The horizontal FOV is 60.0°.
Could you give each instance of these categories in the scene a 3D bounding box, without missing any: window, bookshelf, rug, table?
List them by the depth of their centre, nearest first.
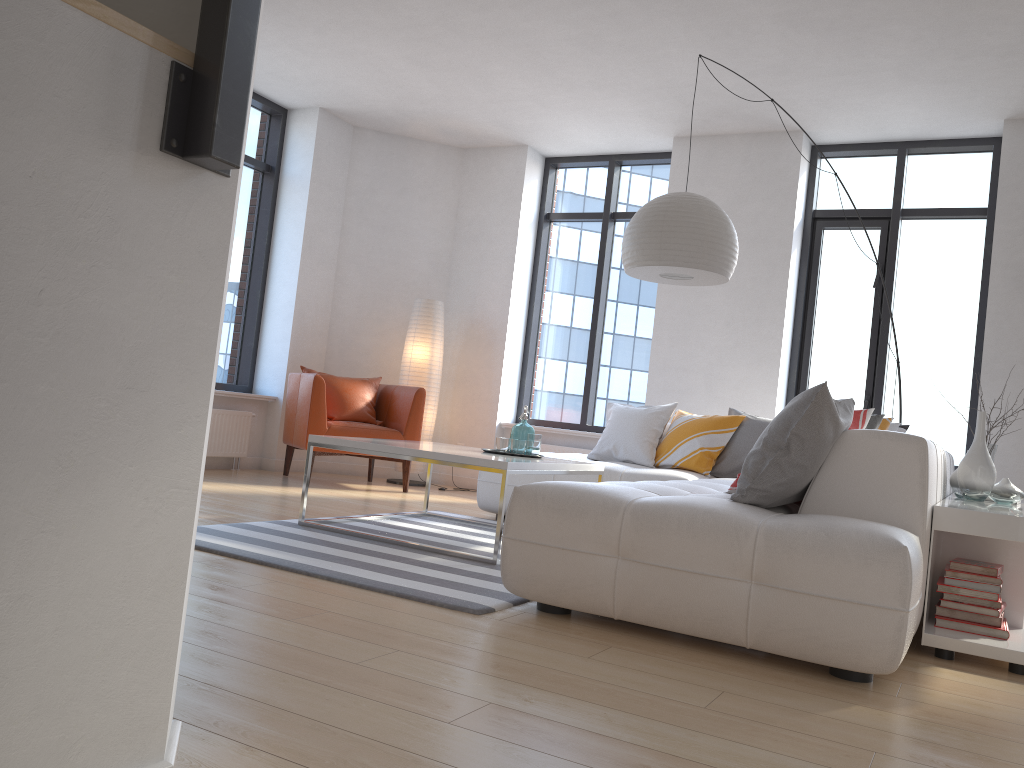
[{"bbox_3d":[2.133,0.782,3.990,0.356,0.500,2.600,5,-3,28],"label":"bookshelf"},{"bbox_3d":[-0.293,0.759,4.191,1.662,0.016,2.326,5,-3,28],"label":"rug"},{"bbox_3d":[-0.266,0.550,4.464,1.091,0.435,1.091,5,-3,28],"label":"table"},{"bbox_3d":[-2.543,-1.203,6.567,0.170,2.402,1.960,5,-3,28],"label":"window"},{"bbox_3d":[2.793,-0.597,6.578,1.310,2.402,0.170,5,-3,28],"label":"window"},{"bbox_3d":[0.774,-0.780,7.665,1.310,2.402,0.170,5,-3,28],"label":"window"}]

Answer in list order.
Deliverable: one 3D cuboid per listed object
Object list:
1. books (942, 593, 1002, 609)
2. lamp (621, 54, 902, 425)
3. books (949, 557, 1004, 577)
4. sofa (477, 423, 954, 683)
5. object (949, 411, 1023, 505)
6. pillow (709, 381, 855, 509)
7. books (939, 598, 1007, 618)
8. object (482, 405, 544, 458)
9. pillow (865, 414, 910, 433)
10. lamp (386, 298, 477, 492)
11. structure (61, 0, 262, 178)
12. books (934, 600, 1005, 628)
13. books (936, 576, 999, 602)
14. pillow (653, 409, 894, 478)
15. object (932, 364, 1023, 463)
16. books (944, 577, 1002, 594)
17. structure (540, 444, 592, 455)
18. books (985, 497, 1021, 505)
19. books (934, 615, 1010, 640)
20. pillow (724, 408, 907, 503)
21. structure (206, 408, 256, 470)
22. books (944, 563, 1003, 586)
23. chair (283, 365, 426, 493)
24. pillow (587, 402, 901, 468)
[{"bbox_3d":[1.641,0.757,3.164,0.182,0.025,0.257,5,-3,28],"label":"books"},{"bbox_3d":[1.976,-0.266,5.226,3.199,2.647,0.710,8,-3,-26],"label":"lamp"},{"bbox_3d":[1.660,0.654,3.169,0.152,0.029,0.206,5,-3,34],"label":"books"},{"bbox_3d":[0.722,0.525,4.469,2.614,0.732,3.424,5,-3,28],"label":"sofa"},{"bbox_3d":[2.117,0.329,4.007,0.316,0.398,0.319,8,-3,-38],"label":"object"},{"bbox_3d":[1.179,0.291,4.245,0.647,0.453,2.953,6,-2,16],"label":"pillow"},{"bbox_3d":[1.639,0.782,3.150,0.187,0.026,0.266,5,-3,34],"label":"books"},{"bbox_3d":[0.018,0.236,4.612,0.330,0.265,0.330,8,-3,-38],"label":"object"},{"bbox_3d":[1.659,0.359,4.464,0.608,0.436,2.120,5,-3,24],"label":"pillow"},{"bbox_3d":[-0.554,0.093,7.433,0.804,1.550,0.502,7,-2,-11],"label":"lamp"},{"bbox_3d":[-2.408,-1.846,0.109,2.823,4.339,4.190,5,-3,28],"label":"structure"},{"bbox_3d":[1.633,0.812,3.161,0.206,0.034,0.259,5,-3,31],"label":"books"},{"bbox_3d":[1.627,0.730,3.168,0.191,0.028,0.261,5,-3,28],"label":"books"},{"bbox_3d":[1.281,0.350,4.894,0.630,0.440,2.095,7,-2,-15],"label":"pillow"},{"bbox_3d":[2.605,0.240,4.732,0.406,0.744,0.607,7,-3,-22],"label":"object"},{"bbox_3d":[1.646,0.705,3.164,0.179,0.028,0.269,5,-3,29],"label":"books"},{"bbox_3d":[0.469,0.751,7.295,1.015,0.460,0.110,5,-3,28],"label":"structure"},{"bbox_3d":[2.315,0.550,4.294,0.245,0.026,0.300,5,-3,33],"label":"books"},{"bbox_3d":[1.629,0.844,3.142,0.227,0.032,0.301,5,-3,28],"label":"books"},{"bbox_3d":[1.511,0.357,4.172,0.575,0.449,2.250,5,-3,26],"label":"pillow"},{"bbox_3d":[-2.416,0.385,6.373,0.110,0.460,1.474,5,-3,28],"label":"structure"},{"bbox_3d":[1.646,0.679,3.166,0.178,0.025,0.254,5,-3,28],"label":"books"},{"bbox_3d":[-1.253,0.331,6.765,0.896,0.858,0.843,8,-3,-30],"label":"chair"},{"bbox_3d":[1.156,0.330,5.187,0.580,0.456,2.156,8,-3,-36],"label":"pillow"}]
